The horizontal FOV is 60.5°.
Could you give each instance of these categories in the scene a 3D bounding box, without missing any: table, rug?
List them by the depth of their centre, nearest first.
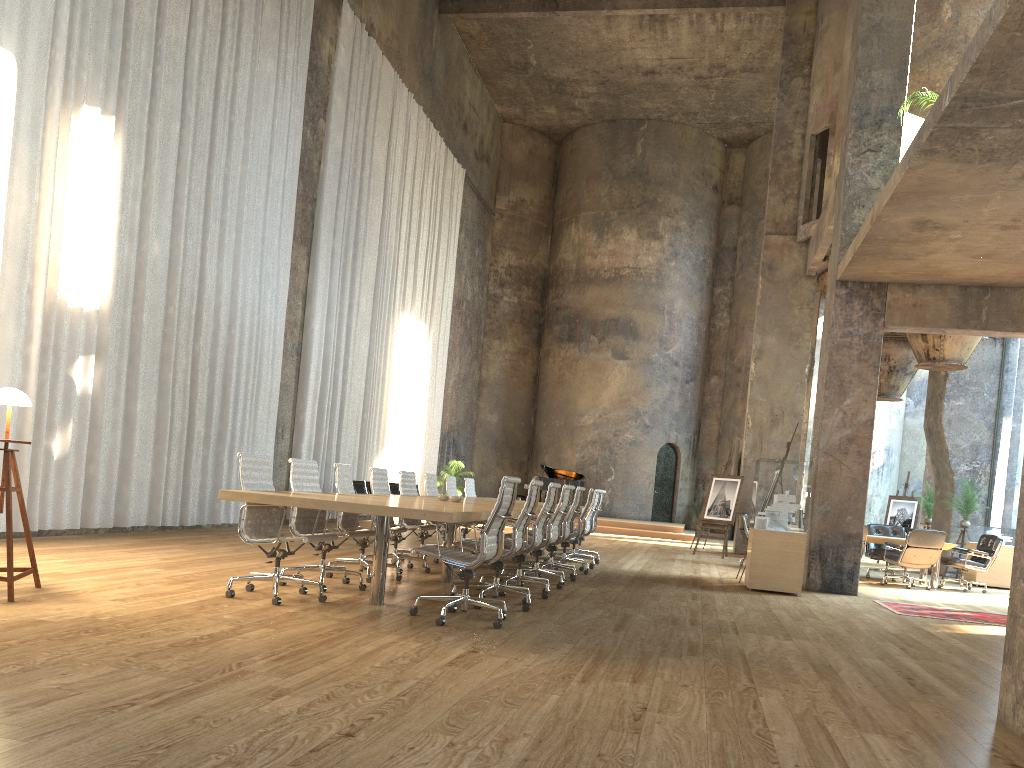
[{"bbox_3d":[-0.384,1.638,9.380,1.597,0.756,7.766,4,-7,12],"label":"table"},{"bbox_3d":[5.319,2.544,9.482,2.456,0.009,1.355,4,-7,12],"label":"rug"},{"bbox_3d":[5.497,2.718,13.773,2.404,0.699,1.112,4,-5,12],"label":"table"}]

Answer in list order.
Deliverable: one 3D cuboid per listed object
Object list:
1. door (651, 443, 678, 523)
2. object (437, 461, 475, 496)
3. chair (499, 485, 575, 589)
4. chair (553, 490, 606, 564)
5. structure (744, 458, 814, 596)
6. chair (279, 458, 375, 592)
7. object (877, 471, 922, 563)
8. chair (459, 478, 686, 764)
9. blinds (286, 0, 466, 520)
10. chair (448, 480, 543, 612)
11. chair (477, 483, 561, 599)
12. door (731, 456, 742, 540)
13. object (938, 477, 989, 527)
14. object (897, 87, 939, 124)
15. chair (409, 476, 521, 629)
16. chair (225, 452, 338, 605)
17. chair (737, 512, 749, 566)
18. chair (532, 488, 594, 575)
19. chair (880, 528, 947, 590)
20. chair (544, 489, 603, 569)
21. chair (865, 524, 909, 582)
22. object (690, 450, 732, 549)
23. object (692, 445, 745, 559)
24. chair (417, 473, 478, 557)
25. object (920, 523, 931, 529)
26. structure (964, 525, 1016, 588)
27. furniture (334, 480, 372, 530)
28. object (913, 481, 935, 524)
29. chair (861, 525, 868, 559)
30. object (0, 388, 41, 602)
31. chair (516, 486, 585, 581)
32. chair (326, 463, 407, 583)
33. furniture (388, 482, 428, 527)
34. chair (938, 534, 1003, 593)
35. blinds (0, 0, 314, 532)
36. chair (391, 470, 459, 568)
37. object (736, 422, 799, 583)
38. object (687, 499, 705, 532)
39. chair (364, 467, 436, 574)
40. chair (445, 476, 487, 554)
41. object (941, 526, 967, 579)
[{"bbox_3d":[4.365,2.833,25.320,0.908,2.295,0.091,5,1,-30],"label":"door"},{"bbox_3d":[-1.438,2.532,20.782,1.091,1.455,1.133,5,-2,3],"label":"object"},{"bbox_3d":[0.249,1.494,8.776,0.696,1.024,0.669,5,-1,21],"label":"chair"},{"bbox_3d":[0.944,1.963,12.243,0.696,1.024,0.669,5,-1,18],"label":"chair"},{"bbox_3d":[3.159,1.694,10.458,0.593,1.546,0.745,5,0,12],"label":"structure"},{"bbox_3d":[-1.493,1.152,7.214,0.696,1.024,0.669,5,-1,21],"label":"chair"},{"bbox_3d":[8.682,2.989,19.550,0.697,2.145,0.688,5,0,41],"label":"object"},{"bbox_3d":[2.371,2.059,11.893,12.920,1.029,31.715,4,-7,12],"label":"chair"},{"bbox_3d":[-2.366,-1.538,18.147,0.274,8.634,7.872,5,-2,14],"label":"blinds"},{"bbox_3d":[-0.122,1.252,6.996,0.697,1.024,0.669,5,-1,16],"label":"chair"},{"bbox_3d":[0.066,1.374,7.895,0.696,1.024,0.669,5,-1,18],"label":"chair"},{"bbox_3d":[6.652,3.151,24.827,0.111,2.629,0.897,4,1,-35],"label":"door"},{"bbox_3d":[8.193,2.136,15.987,0.856,0.939,0.691,5,-2,15],"label":"object"},{"bbox_3d":[5.072,-2.370,10.004,1.397,1.807,1.364,5,-2,18],"label":"object"},{"bbox_3d":[-0.320,1.125,6.068,0.696,1.024,0.669,5,-1,18],"label":"chair"},{"bbox_3d":[-1.643,1.039,6.362,0.696,1.024,0.669,5,-1,18],"label":"chair"},{"bbox_3d":[3.994,2.525,14.103,0.819,0.892,0.733,5,-2,8],"label":"chair"},{"bbox_3d":[0.631,1.736,10.549,0.697,1.024,0.668,5,-1,12],"label":"chair"},{"bbox_3d":[5.859,2.565,12.992,0.732,0.891,0.821,6,-3,-14],"label":"chair"},{"bbox_3d":[0.800,1.850,11.389,0.696,1.024,0.669,5,-1,21],"label":"chair"},{"bbox_3d":[6.162,2.758,14.411,0.728,0.891,0.826,5,-3,13],"label":"chair"},{"bbox_3d":[4.233,2.433,18.268,0.680,2.145,0.705,5,0,38],"label":"object"},{"bbox_3d":[3.946,2.188,16.397,0.697,2.145,0.688,5,0,44],"label":"object"},{"bbox_3d":[-0.767,1.628,10.709,0.696,1.024,0.669,5,-1,18],"label":"chair"},{"bbox_3d":[8.685,3.412,18.371,0.657,0.972,0.572,5,-1,6],"label":"object"},{"bbox_3d":[8.173,2.934,14.876,0.733,1.013,0.747,5,-2,12],"label":"structure"},{"bbox_3d":[-2.338,2.069,14.923,0.706,0.839,1.884,5,-5,12],"label":"furniture"},{"bbox_3d":[8.721,2.466,18.390,0.684,0.939,0.866,4,-3,33],"label":"object"},{"bbox_3d":[4.868,2.495,13.170,0.728,0.891,0.825,5,-3,6],"label":"chair"},{"bbox_3d":[-3.111,0.667,5.414,0.663,1.296,0.567,6,-1,-45],"label":"object"},{"bbox_3d":[0.433,1.611,9.637,0.696,1.024,0.669,5,-1,18],"label":"chair"},{"bbox_3d":[-1.316,1.267,8.052,0.697,1.024,0.668,5,-1,12],"label":"chair"},{"bbox_3d":[-1.845,2.388,17.261,0.706,0.839,1.884,5,-5,12],"label":"furniture"},{"bbox_3d":[6.956,2.720,13.462,0.819,0.892,0.733,5,-2,7],"label":"chair"},{"bbox_3d":[-4.152,-2.692,9.685,0.274,8.634,7.872,5,-2,14],"label":"blinds"},{"bbox_3d":[-0.950,1.508,9.829,0.696,1.024,0.669,5,-1,21],"label":"chair"},{"bbox_3d":[3.348,1.540,11.331,0.683,2.145,0.703,5,0,11],"label":"object"},{"bbox_3d":[5.523,3.789,25.499,0.908,0.990,0.913,4,-3,23],"label":"object"},{"bbox_3d":[-1.134,1.390,8.967,0.696,1.024,0.669,5,-1,18],"label":"chair"},{"bbox_3d":[-0.579,1.750,11.608,0.697,1.024,0.669,5,-1,16],"label":"chair"},{"bbox_3d":[8.242,3.082,15.894,0.663,0.971,0.568,6,-2,-42],"label":"object"}]
